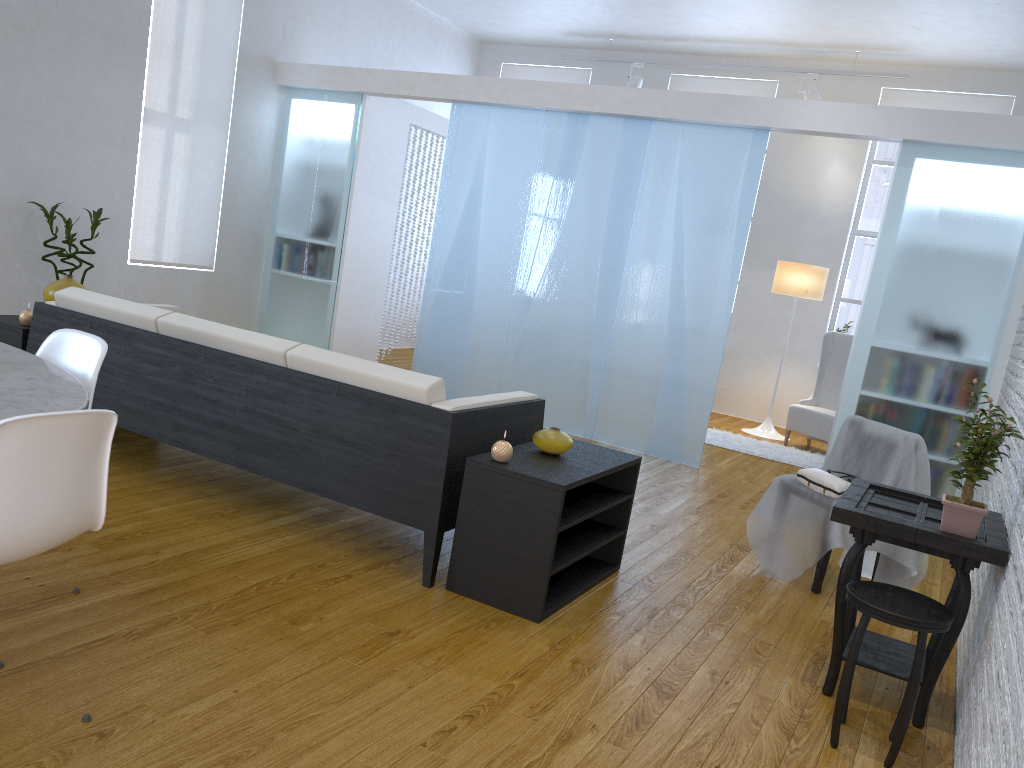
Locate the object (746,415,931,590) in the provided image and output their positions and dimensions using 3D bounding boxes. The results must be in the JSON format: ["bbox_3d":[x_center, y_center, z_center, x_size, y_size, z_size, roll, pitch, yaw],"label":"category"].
[{"bbox_3d":[1.361,0.489,3.682,0.636,0.691,0.641,6,10,-25],"label":"object"}]

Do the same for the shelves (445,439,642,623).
[{"bbox_3d":[0.135,0.476,3.135,0.348,0.453,0.728,14,10,26],"label":"shelves"}]

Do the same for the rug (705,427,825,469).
[{"bbox_3d":[1.872,0.469,6.766,1.092,0.047,0.754,14,9,25],"label":"rug"}]

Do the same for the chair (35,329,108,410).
[{"bbox_3d":[-1.319,0.036,2.322,0.404,0.353,0.418,15,10,29],"label":"chair"}]

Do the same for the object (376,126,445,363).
[{"bbox_3d":[-0.798,-1.157,7.767,0.051,2.026,0.921,14,10,26],"label":"object"}]

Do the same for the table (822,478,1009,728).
[{"bbox_3d":[1.167,0.655,2.672,0.439,0.581,0.562,14,10,26],"label":"table"}]

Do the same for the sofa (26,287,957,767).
[{"bbox_3d":[-0.664,0.068,4.292,5.320,0.682,9.706,14,9,26],"label":"sofa"}]

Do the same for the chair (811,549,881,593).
[{"bbox_3d":[1.356,0.496,3.694,0.341,0.667,0.345,6,10,-22],"label":"chair"}]

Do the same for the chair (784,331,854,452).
[{"bbox_3d":[2.538,0.071,7.071,0.378,0.966,0.469,2,12,-38],"label":"chair"}]

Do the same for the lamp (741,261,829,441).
[{"bbox_3d":[2.285,-0.276,7.440,0.413,1.457,0.410,0,13,-44],"label":"lamp"}]

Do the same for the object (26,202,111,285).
[{"bbox_3d":[-2.748,-0.611,5.393,0.380,0.985,0.481,9,9,-2],"label":"object"}]

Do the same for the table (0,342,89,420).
[{"bbox_3d":[-1.848,0.186,2.154,1.904,0.626,1.068,14,9,25],"label":"table"}]

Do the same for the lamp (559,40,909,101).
[{"bbox_3d":[1.825,-2.737,7.843,3.109,0.489,0.197,13,10,24],"label":"lamp"}]

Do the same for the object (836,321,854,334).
[{"bbox_3d":[2.915,-0.354,7.889,0.176,0.439,0.236,2,12,-39],"label":"object"}]

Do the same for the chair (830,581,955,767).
[{"bbox_3d":[0.968,0.758,2.325,0.262,0.410,0.261,11,9,7],"label":"chair"}]

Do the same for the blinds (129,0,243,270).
[{"bbox_3d":[-2.262,-1.876,6.202,0.007,2.122,0.760,14,11,26],"label":"blinds"}]

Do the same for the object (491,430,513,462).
[{"bbox_3d":[-0.029,0.199,2.873,0.071,0.104,0.071,3,11,-36],"label":"object"}]

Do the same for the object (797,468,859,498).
[{"bbox_3d":[1.318,0.404,3.607,0.224,0.085,0.231,5,9,-28],"label":"object"}]

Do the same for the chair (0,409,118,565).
[{"bbox_3d":[-1.005,0.176,1.713,0.418,0.353,0.405,14,10,28],"label":"chair"}]

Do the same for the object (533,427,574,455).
[{"bbox_3d":[0.145,0.200,3.125,0.147,0.091,0.146,6,9,-22],"label":"object"}]

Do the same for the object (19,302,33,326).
[{"bbox_3d":[-2.132,-0.311,3.907,0.071,0.104,0.071,3,11,-36],"label":"object"}]

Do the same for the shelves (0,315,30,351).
[{"bbox_3d":[-2.128,-0.072,4.248,0.348,0.453,0.728,14,10,26],"label":"shelves"}]

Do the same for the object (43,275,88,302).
[{"bbox_3d":[-2.122,-0.412,4.229,0.207,0.216,0.205,6,10,-22],"label":"object"}]

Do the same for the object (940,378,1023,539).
[{"bbox_3d":[1.277,0.208,2.439,0.237,0.439,0.174,2,12,-39],"label":"object"}]
